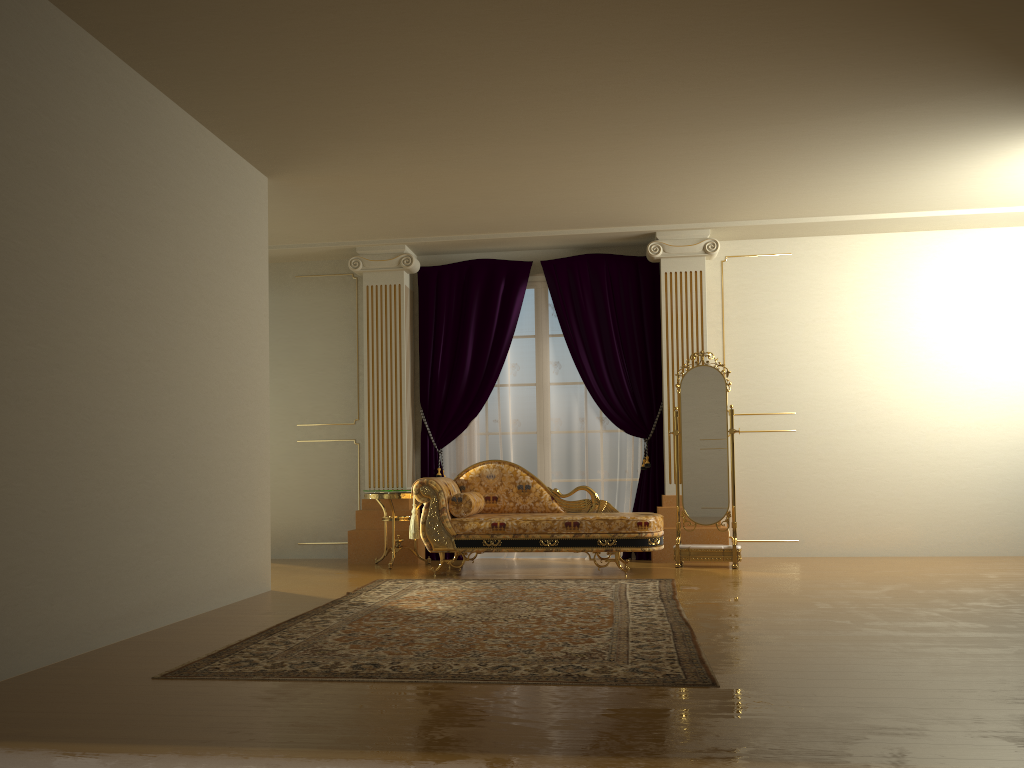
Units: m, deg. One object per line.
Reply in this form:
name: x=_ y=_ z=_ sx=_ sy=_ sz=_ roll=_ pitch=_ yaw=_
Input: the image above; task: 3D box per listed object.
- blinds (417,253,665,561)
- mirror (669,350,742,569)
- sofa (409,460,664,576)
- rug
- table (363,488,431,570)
blinds: x=0.247 y=0.214 z=7.767 sx=2.235 sy=2.645 sz=0.340 roll=-1 pitch=-2 yaw=8
mirror: x=1.507 y=0.581 z=6.920 sx=0.541 sy=1.695 sz=0.243 roll=-2 pitch=-2 yaw=17
sofa: x=0.204 y=1.002 z=6.776 sx=1.893 sy=0.869 sz=0.696 roll=-2 pitch=-3 yaw=7
rug: x=-0.123 y=1.231 z=4.751 sx=2.117 sy=0.017 sz=3.091 roll=-2 pitch=-6 yaw=7
table: x=-0.941 y=1.193 z=7.325 sx=0.572 sy=0.641 sz=0.573 roll=2 pitch=-4 yaw=-37
